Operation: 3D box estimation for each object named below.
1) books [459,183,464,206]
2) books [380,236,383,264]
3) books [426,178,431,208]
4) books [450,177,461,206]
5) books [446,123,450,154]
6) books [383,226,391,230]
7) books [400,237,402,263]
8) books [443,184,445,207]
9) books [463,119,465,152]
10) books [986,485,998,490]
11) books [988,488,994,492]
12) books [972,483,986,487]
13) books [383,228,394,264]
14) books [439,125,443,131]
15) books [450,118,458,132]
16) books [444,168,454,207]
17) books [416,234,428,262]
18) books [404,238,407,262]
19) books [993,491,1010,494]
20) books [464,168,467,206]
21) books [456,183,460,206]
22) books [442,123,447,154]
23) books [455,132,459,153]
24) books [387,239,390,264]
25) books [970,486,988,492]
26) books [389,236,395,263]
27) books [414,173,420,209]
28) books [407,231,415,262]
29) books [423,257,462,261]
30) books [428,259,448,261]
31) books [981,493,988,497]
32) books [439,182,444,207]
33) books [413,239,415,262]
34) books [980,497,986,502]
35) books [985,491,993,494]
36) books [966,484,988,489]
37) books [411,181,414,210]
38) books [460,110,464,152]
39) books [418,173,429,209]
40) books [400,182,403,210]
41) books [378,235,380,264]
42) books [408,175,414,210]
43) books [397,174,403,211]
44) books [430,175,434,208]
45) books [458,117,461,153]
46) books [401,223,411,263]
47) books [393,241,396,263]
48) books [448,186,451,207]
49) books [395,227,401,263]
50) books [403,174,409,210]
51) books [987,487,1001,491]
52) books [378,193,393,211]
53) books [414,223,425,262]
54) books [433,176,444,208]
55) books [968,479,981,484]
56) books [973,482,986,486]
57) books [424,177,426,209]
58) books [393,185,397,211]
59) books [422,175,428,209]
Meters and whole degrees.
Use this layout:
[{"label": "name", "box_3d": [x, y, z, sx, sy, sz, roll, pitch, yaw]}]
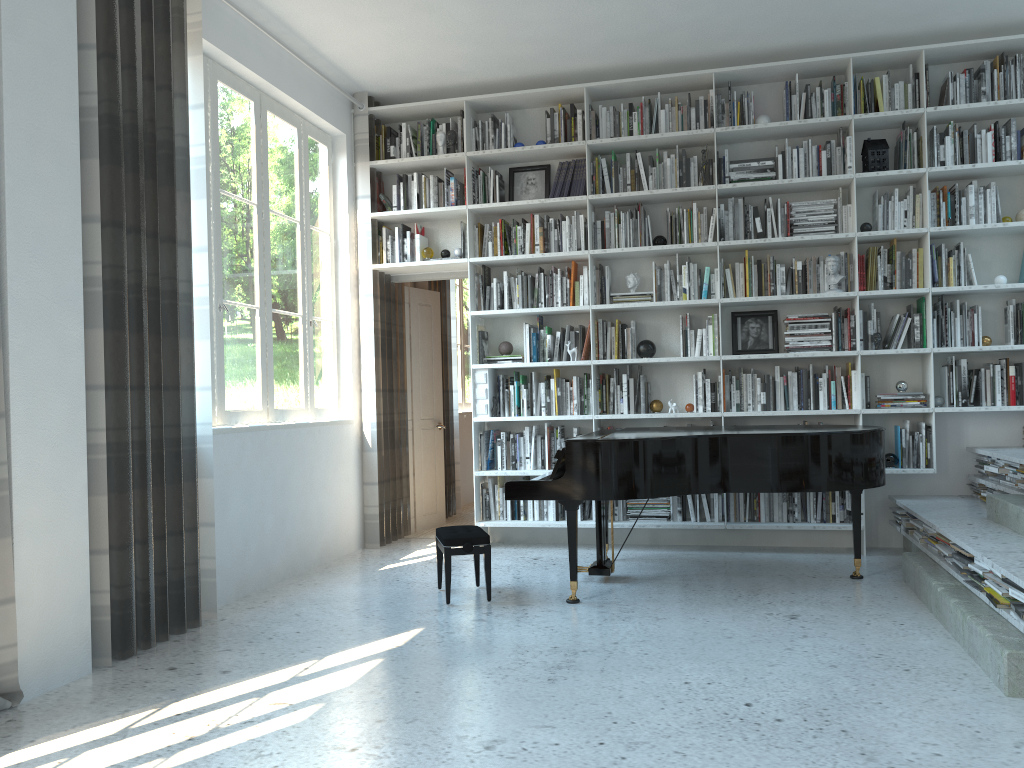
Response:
[{"label": "books", "box_3d": [-0.339, -1.324, 6.346, 0.026, 0.188, 0.154, -2, -1, 14]}, {"label": "books", "box_3d": [-0.929, -0.957, 6.487, 0.013, 0.222, 0.162, -2, -1, 14]}, {"label": "books", "box_3d": [-0.583, -1.345, 6.398, 0.021, 0.244, 0.173, -2, -1, 14]}, {"label": "books", "box_3d": [-0.398, -1.343, 6.346, 0.029, 0.229, 0.191, -2, -1, 14]}, {"label": "books", "box_3d": [-0.436, -1.724, 6.366, 0.027, 0.259, 0.147, -2, -1, 14]}, {"label": "books", "box_3d": [-0.912, -0.997, 6.506, 0.013, 0.303, 0.135, -2, 0, 14]}, {"label": "books", "box_3d": [-0.783, -0.957, 6.476, 0.023, 0.214, 0.140, -2, -1, 14]}, {"label": "books", "box_3d": [-0.460, -1.325, 6.393, 0.029, 0.197, 0.144, -2, -1, 14]}, {"label": "books", "box_3d": [-0.296, -1.726, 6.299, 0.024, 0.252, 0.235, -2, -1, 14]}, {"label": "books", "box_3d": [2.895, 0.604, 5.203, 0.149, 0.014, 0.228, -2, -1, 12]}, {"label": "books", "box_3d": [2.899, 0.629, 5.202, 0.137, 0.018, 0.200, -2, -1, 10]}, {"label": "books", "box_3d": [2.963, 0.627, 5.508, 0.159, 0.009, 0.210, -2, -1, 18]}, {"label": "books", "box_3d": [-0.900, -0.987, 6.479, 0.023, 0.281, 0.170, -2, -1, 14]}, {"label": "books", "box_3d": [-0.483, -1.715, 6.371, 0.025, 0.243, 0.167, -2, -1, 14]}, {"label": "books", "box_3d": [-0.414, -1.741, 6.373, 0.013, 0.292, 0.154, -2, 0, 14]}, {"label": "books", "box_3d": [-0.448, -1.379, 6.364, 0.012, 0.303, 0.189, -2, -1, 14]}, {"label": "books", "box_3d": [-0.648, -0.960, 6.406, 0.029, 0.211, 0.187, -2, -1, 14]}, {"label": "books", "box_3d": [-0.743, -0.948, 6.441, 0.024, 0.193, 0.181, -2, -1, 14]}, {"label": "books", "box_3d": [2.803, 0.615, 4.907, 0.181, 0.017, 0.250, -2, -1, 11]}, {"label": "books", "box_3d": [-0.307, -1.378, 6.340, 0.014, 0.294, 0.173, -2, -1, 14]}, {"label": "books", "box_3d": [-0.362, -1.327, 6.366, 0.029, 0.196, 0.146, -2, -1, 14]}, {"label": "books", "box_3d": [-0.459, -1.721, 6.375, 0.021, 0.253, 0.179, -2, -1, 14]}, {"label": "books", "box_3d": [-0.372, -1.689, 6.355, 0.028, 0.185, 0.167, -2, -1, 14]}, {"label": "books", "box_3d": [-0.872, -0.946, 6.481, 0.029, 0.197, 0.160, -2, -1, 14]}, {"label": "books", "box_3d": [2.968, 0.649, 5.506, 0.159, 0.012, 0.278, -2, -1, 13]}, {"label": "books", "box_3d": [-0.856, -0.958, 6.468, 0.010, 0.220, 0.181, -2, -1, 14]}, {"label": "books", "box_3d": [-0.666, -1.364, 6.407, 0.021, 0.286, 0.179, -2, -1, 14]}, {"label": "books", "box_3d": [-0.716, -0.971, 6.415, 0.021, 0.237, 0.188, -2, -1, 14]}, {"label": "books", "box_3d": [-0.481, -0.889, 6.387, 0.285, 0.012, 0.159, -2, -1, 16]}, {"label": "books", "box_3d": [-0.481, -0.877, 6.385, 0.285, 0.012, 0.159, -2, -1, 11]}, {"label": "books", "box_3d": [2.881, 0.656, 5.207, 0.180, 0.017, 0.182, -2, -1, 11]}, {"label": "books", "box_3d": [-0.490, -1.332, 6.392, 0.028, 0.212, 0.138, -2, -1, 14]}, {"label": "books", "box_3d": [-0.681, -0.948, 6.449, 0.029, 0.191, 0.134, -2, -1, 14]}, {"label": "books", "box_3d": [2.876, 0.682, 5.208, 0.187, 0.009, 0.261, -2, -1, 17]}, {"label": "books", "box_3d": [2.893, 0.642, 5.204, 0.159, 0.009, 0.228, -2, -1, 15]}, {"label": "books", "box_3d": [2.955, 0.635, 5.510, 0.184, 0.006, 0.262, -2, -1, 15]}, {"label": "books", "box_3d": [-0.691, -1.339, 6.441, 0.024, 0.239, 0.155, -2, -1, 14]}, {"label": "books", "box_3d": [-0.333, -1.767, 6.340, 0.014, 0.337, 0.168, -2, 0, 14]}, {"label": "books", "box_3d": [-0.634, -1.367, 6.420, 0.037, 0.292, 0.155, -2, 0, 14]}, {"label": "books", "box_3d": [-0.767, -1.331, 6.442, 0.022, 0.228, 0.171, -2, -1, 14]}, {"label": "books", "box_3d": [-0.942, -0.959, 6.489, 0.013, 0.228, 0.179, -2, -1, 14]}, {"label": "books", "box_3d": [-0.717, -1.363, 6.448, 0.028, 0.288, 0.132, -2, 0, 14]}, {"label": "books", "box_3d": [-0.804, -1.364, 6.465, 0.011, 0.296, 0.162, -2, 0, 14]}, {"label": "books", "box_3d": [-0.550, -1.354, 6.388, 0.025, 0.261, 0.167, -2, -1, 14]}, {"label": "books", "box_3d": [-0.349, -1.741, 6.349, 0.022, 0.286, 0.175, -2, -1, 14]}, {"label": "books", "box_3d": [-0.765, -0.999, 6.432, 0.013, 0.297, 0.187, -2, -1, 14]}, {"label": "books", "box_3d": [-0.830, -0.940, 6.488, 0.029, 0.185, 0.134, -2, -1, 14]}, {"label": "books", "box_3d": [-0.421, -1.319, 6.374, 0.031, 0.182, 0.151, -2, -1, 14]}, {"label": "books", "box_3d": [-0.810, -0.990, 6.466, 0.022, 0.281, 0.156, -2, 0, 14]}, {"label": "books", "box_3d": [-0.747, -1.359, 6.432, 0.023, 0.282, 0.186, -2, -1, 14]}, {"label": "books", "box_3d": [2.894, 0.616, 5.204, 0.144, 0.009, 0.249, -2, -1, 18]}, {"label": "books", "box_3d": [-0.898, -1.301, 6.497, 0.121, 0.176, 0.129, -2, -1, 14]}, {"label": "books", "box_3d": [-0.666, -1.003, 6.424, 0.013, 0.298, 0.179, -2, -1, 14]}, {"label": "books", "box_3d": [-0.523, -1.350, 6.381, 0.030, 0.251, 0.165, -2, -1, 14]}, {"label": "books", "box_3d": [2.958, 0.604, 5.509, 0.174, 0.009, 0.240, -2, -1, 16]}, {"label": "books", "box_3d": [2.964, 0.615, 5.507, 0.152, 0.015, 0.208, -2, -1, 19]}, {"label": "books", "box_3d": [-0.599, -1.347, 6.402, 0.012, 0.249, 0.192, -2, -1, 14]}, {"label": "books", "box_3d": [-0.826, -1.324, 6.468, 0.034, 0.218, 0.166, -2, -1, 14]}, {"label": "books", "box_3d": [-0.611, -1.356, 6.405, 0.013, 0.268, 0.162, -2, -1, 14]}]
